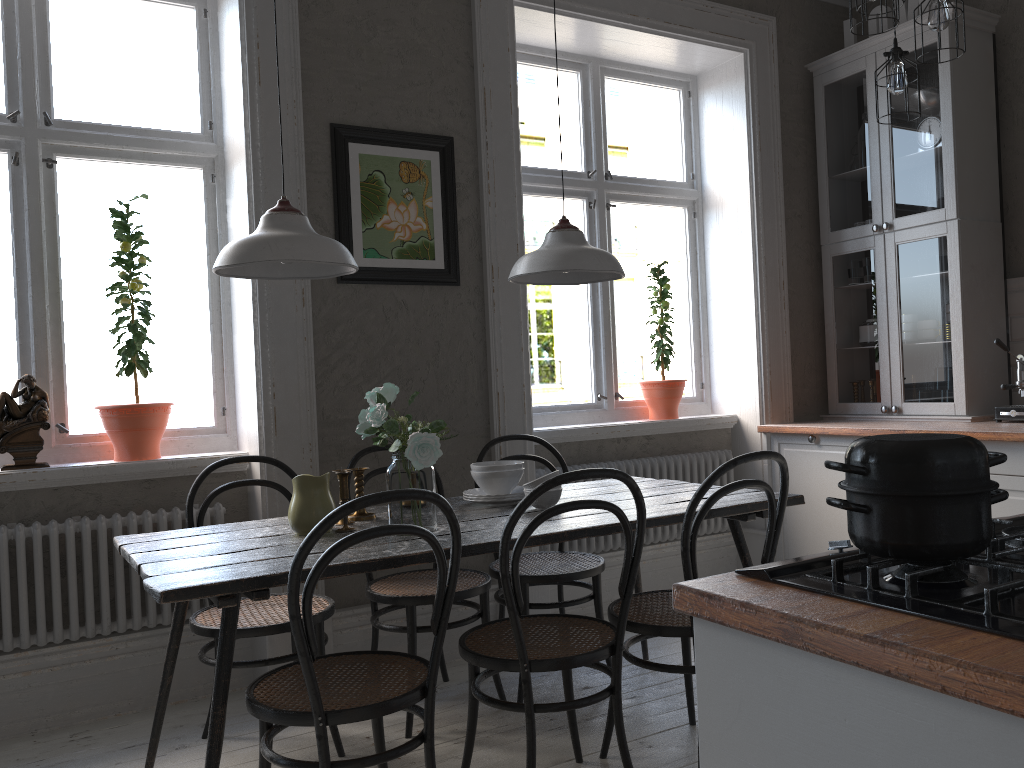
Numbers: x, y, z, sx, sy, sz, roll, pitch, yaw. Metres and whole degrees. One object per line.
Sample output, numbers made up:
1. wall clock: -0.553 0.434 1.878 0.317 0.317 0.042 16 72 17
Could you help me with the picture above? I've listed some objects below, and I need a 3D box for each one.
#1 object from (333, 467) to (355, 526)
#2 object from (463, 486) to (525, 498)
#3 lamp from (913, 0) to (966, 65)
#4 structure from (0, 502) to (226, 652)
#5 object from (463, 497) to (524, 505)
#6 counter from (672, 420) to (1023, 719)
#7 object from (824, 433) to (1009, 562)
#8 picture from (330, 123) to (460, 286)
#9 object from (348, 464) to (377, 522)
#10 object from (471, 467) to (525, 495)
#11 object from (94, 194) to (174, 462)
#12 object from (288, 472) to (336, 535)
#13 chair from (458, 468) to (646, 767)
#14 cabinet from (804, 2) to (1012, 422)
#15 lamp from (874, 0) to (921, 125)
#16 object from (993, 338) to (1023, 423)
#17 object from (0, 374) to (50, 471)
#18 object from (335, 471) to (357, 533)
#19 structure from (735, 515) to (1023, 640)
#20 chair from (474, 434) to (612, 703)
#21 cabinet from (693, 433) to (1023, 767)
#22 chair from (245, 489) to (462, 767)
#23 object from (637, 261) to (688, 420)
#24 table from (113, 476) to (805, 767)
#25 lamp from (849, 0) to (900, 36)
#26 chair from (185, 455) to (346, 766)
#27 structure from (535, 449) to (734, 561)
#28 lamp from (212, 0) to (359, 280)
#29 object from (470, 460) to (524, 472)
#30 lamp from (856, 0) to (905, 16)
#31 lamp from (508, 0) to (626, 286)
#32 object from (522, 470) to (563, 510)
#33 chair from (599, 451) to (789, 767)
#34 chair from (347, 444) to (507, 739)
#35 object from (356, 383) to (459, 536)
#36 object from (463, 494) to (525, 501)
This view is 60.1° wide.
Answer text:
1. object: -0.504 0.332 2.639 0.062 0.172 0.061 -3 0 -9
2. object: -0.044 0.366 2.945 0.239 0.027 0.236 -3 0 -7
3. lamp: 1.400 -1.965 2.972 0.150 1.735 0.143 -3 0 -43
4. structure: -1.582 0.679 3.041 1.247 0.428 0.146 -3 0 -32
5. object: -0.043 0.383 2.945 0.239 0.027 0.235 -3 0 -12
6. counter: 1.306 0.226 2.724 3.454 0.039 3.102 -3 0 -30
7. object: 0.515 0.140 1.129 0.186 0.147 0.197 -3 0 40
8. picture: -0.457 -0.706 3.543 0.531 0.619 0.019 -3 0 -31
9. object: -0.469 0.330 2.728 0.094 0.172 0.098 -2 0 41
10. object: -0.046 0.330 2.945 0.183 0.094 0.176 -3 0 -39
11. object: -1.409 -0.214 3.277 0.268 0.991 0.272 -3 0 9
12. object: -0.575 0.336 2.519 0.147 0.170 0.138 -3 0 21
13. chair: 0.095 0.664 2.325 0.444 0.920 0.541 -3 0 -22
14. cabinet: 1.987 -0.760 4.463 0.395 1.921 0.863 -3 0 -30
15. lamp: 1.326 -1.803 3.124 0.144 1.735 0.149 -3 0 27
16. object: 2.228 -0.018 3.872 0.360 0.370 0.202 -3 0 -30
17. object: -1.736 0.131 3.073 0.241 0.329 0.118 -3 0 -29
18. object: -0.475 0.333 2.515 0.060 0.167 0.058 -3 0 -17
19. structure: 0.681 0.222 1.138 0.617 0.031 0.487 -3 0 -30
20. chair: 0.115 0.662 3.378 0.443 0.920 0.542 -3 0 -17
21. cabinet: 1.671 0.621 2.415 1.965 0.854 4.243 -3 0 17
22. chair: -0.371 0.685 2.045 0.446 0.920 0.538 -3 0 -32
23. object: 0.767 -0.226 4.574 0.260 0.813 0.259 -3 0 -3
24. table: -0.102 0.766 2.717 1.956 0.735 0.888 -3 0 -30
25. lamp: 1.117 -2.003 2.820 0.145 1.735 0.148 -3 0 17
26. chair: -0.805 0.704 2.850 0.444 0.920 0.541 -3 0 -22
27. structure: 0.639 0.577 4.355 1.247 0.428 0.146 -3 0 -32
28. lamp: -0.650 -1.227 2.392 0.377 1.858 0.381 -3 0 7
29. object: -0.047 0.310 2.945 0.183 0.094 0.176 -3 0 -39
30. lamp: 1.204 -2.137 2.984 0.150 1.735 0.143 -3 0 -43
31. lamp: 0.134 -1.263 2.855 0.385 1.858 0.373 -3 0 -23
32. object: 0.096 0.331 2.782 0.129 0.119 0.123 -3 0 -14
33. chair: 0.528 0.644 2.561 0.446 0.920 0.538 -3 0 -32
34. chair: -0.320 0.682 3.141 0.446 0.920 0.538 -3 0 -32
35. object: -0.286 0.200 2.419 0.256 0.414 0.306 -3 0 -32
36. object: -0.043 0.374 2.945 0.233 0.027 0.241 -3 0 28
